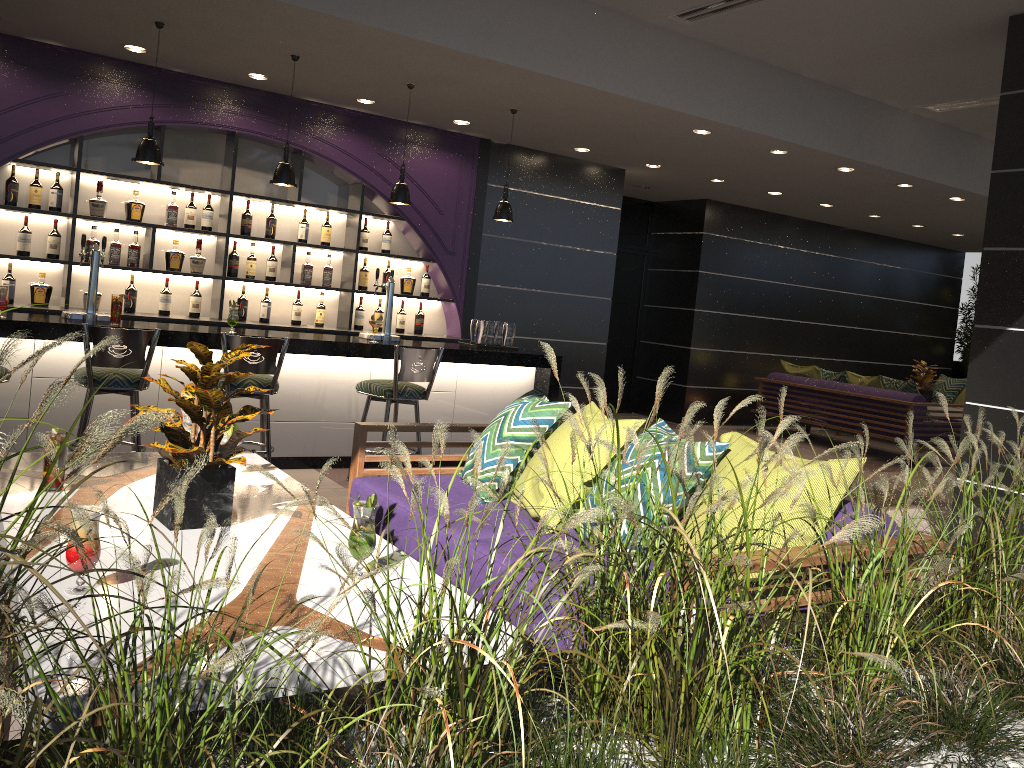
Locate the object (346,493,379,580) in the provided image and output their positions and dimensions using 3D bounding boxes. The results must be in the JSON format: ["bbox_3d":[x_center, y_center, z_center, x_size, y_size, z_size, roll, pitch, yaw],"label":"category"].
[{"bbox_3d":[-0.372,0.374,2.206,0.069,0.211,0.068,8,3,40],"label":"object"}]

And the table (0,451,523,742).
[{"bbox_3d":[-0.942,0.669,2.546,0.939,0.552,2.047,3,6,-33],"label":"table"}]

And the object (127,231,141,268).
[{"bbox_3d":[-2.895,-1.035,6.788,0.083,0.281,0.083,5,2,-13],"label":"object"}]

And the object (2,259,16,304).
[{"bbox_3d":[-3.602,-0.731,6.336,0.086,0.315,0.104,5,2,-28],"label":"object"}]

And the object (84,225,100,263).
[{"bbox_3d":[-3.137,-1.044,6.620,0.083,0.281,0.083,8,3,42],"label":"object"}]

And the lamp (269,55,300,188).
[{"bbox_3d":[-1.489,-1.759,5.922,0.163,0.863,0.163,6,2,9],"label":"lamp"}]

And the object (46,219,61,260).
[{"bbox_3d":[-3.344,-1.058,6.467,0.086,0.298,0.086,6,2,16],"label":"object"}]

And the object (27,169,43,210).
[{"bbox_3d":[-3.451,-1.408,6.414,0.086,0.298,0.086,6,2,16],"label":"object"}]

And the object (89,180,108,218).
[{"bbox_3d":[-3.091,-1.381,6.625,0.123,0.279,0.124,5,2,-19],"label":"object"}]

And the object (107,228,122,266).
[{"bbox_3d":[-3.018,-1.042,6.731,0.083,0.281,0.083,5,2,-33],"label":"object"}]

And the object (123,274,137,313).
[{"bbox_3d":[-2.910,-0.691,6.761,0.086,0.297,0.086,6,2,16],"label":"object"}]

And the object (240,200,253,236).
[{"bbox_3d":[-2.169,-1.354,7.241,0.086,0.298,0.086,6,2,16],"label":"object"}]

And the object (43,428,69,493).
[{"bbox_3d":[-1.401,0.233,2.722,0.067,0.189,0.085,6,2,-8],"label":"object"}]

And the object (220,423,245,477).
[{"bbox_3d":[-1.007,0.230,3.152,0.105,0.197,0.106,6,2,-5],"label":"object"}]

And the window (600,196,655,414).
[{"bbox_3d":[-2.954,-1.151,8.089,11.518,2.754,1.951,3,4,-33],"label":"window"}]

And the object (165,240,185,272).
[{"bbox_3d":[-2.636,-1.002,6.918,0.151,0.247,0.094,4,3,-31],"label":"object"}]

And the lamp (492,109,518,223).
[{"bbox_3d":[-0.028,-1.696,6.868,0.163,0.863,0.163,6,2,9],"label":"lamp"}]

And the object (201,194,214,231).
[{"bbox_3d":[-2.431,-1.365,7.076,0.086,0.297,0.086,6,2,16],"label":"object"}]

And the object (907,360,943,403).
[{"bbox_3d":[5.082,-0.025,10.962,0.424,0.525,0.432,5,3,-16],"label":"object"}]

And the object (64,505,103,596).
[{"bbox_3d":[-0.926,0.359,1.913,0.069,0.181,0.068,8,3,40],"label":"object"}]

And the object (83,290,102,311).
[{"bbox_3d":[-3.144,-0.693,6.634,0.123,0.279,0.124,4,3,-33],"label":"object"}]

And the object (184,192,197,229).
[{"bbox_3d":[-2.549,-1.373,7.028,0.086,0.298,0.086,6,2,16],"label":"object"}]

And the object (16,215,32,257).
[{"bbox_3d":[-3.493,-1.062,6.346,0.086,0.297,0.086,6,2,16],"label":"object"}]

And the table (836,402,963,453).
[{"bbox_3d":[5.025,0.510,10.981,0.939,0.552,2.047,3,6,-33],"label":"table"}]

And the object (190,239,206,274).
[{"bbox_3d":[-2.491,-1.013,7.023,0.123,0.279,0.124,5,2,-19],"label":"object"}]

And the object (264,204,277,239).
[{"bbox_3d":[-1.999,-1.346,7.351,0.086,0.297,0.086,6,2,16],"label":"object"}]

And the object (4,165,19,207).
[{"bbox_3d":[-3.575,-1.414,6.330,0.086,0.297,0.086,6,2,16],"label":"object"}]

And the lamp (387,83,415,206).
[{"bbox_3d":[-0.770,-1.728,6.387,0.163,0.863,0.163,6,2,9],"label":"lamp"}]

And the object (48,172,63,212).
[{"bbox_3d":[-3.325,-1.408,6.462,0.086,0.315,0.104,5,2,-28],"label":"object"}]

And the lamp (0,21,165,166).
[{"bbox_3d":[-2.579,-1.805,5.216,1.078,0.862,0.193,3,3,-33],"label":"lamp"}]

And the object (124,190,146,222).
[{"bbox_3d":[-2.887,-1.358,6.774,0.151,0.247,0.094,3,3,-44],"label":"object"}]

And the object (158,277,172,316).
[{"bbox_3d":[-2.697,-0.682,6.894,0.086,0.297,0.086,6,2,16],"label":"object"}]

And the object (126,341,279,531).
[{"bbox_3d":[-0.881,0.134,2.536,0.424,0.525,0.432,5,3,-21],"label":"object"}]

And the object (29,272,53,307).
[{"bbox_3d":[-3.429,-0.689,6.445,0.151,0.247,0.094,5,2,-23],"label":"object"}]

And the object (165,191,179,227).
[{"bbox_3d":[-2.657,-1.366,6.921,0.083,0.281,0.083,5,2,-33],"label":"object"}]

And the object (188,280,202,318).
[{"bbox_3d":[-2.514,-0.677,7.038,0.086,0.298,0.086,6,2,16],"label":"object"}]
